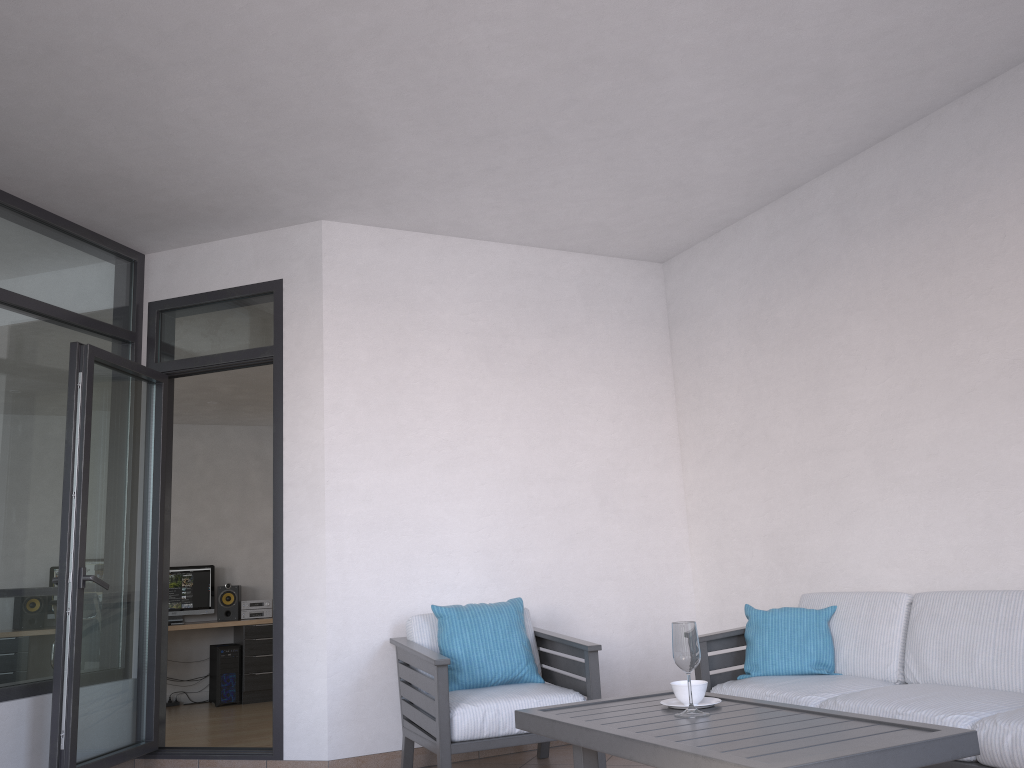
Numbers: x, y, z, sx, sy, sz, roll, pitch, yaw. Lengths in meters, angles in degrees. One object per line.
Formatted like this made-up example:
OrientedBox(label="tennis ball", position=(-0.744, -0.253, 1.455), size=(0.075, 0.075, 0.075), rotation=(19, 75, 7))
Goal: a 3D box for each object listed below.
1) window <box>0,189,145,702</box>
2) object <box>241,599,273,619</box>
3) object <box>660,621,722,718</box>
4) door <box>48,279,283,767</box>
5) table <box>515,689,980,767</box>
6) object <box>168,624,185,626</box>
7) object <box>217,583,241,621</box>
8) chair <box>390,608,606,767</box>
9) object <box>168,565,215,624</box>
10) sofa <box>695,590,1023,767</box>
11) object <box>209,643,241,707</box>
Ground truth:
OrientedBox(label="window", position=(-2.980, -0.038, 2.696), size=(0.170, 2.402, 5.002), rotation=(-7, -13, 17))
OrientedBox(label="object", position=(-2.499, 2.212, 8.713), size=(0.285, 0.174, 0.270), rotation=(-1, -12, -12))
OrientedBox(label="object", position=(0.567, 0.932, 2.950), size=(0.203, 0.284, 0.337), rotation=(-8, -13, 23))
OrientedBox(label="door", position=(-1.719, 0.637, 4.505), size=(0.905, 2.500, 0.924), rotation=(-7, -13, 17))
OrientedBox(label="table", position=(0.618, 1.243, 2.633), size=(0.710, 0.473, 1.260), rotation=(3, -14, -26))
OrientedBox(label="object", position=(-3.147, 2.219, 8.162), size=(0.250, 0.002, 0.200), rotation=(3, -14, -26))
OrientedBox(label="object", position=(-2.762, 2.126, 8.669), size=(0.198, 0.354, 0.249), rotation=(-1, -12, -12))
OrientedBox(label="chair", position=(-0.093, 1.480, 4.244), size=(0.797, 0.765, 0.807), rotation=(2, -13, -21))
OrientedBox(label="object", position=(-3.231, 2.024, 8.500), size=(0.716, 0.535, 0.190), rotation=(2, -13, -22))
OrientedBox(label="sofa", position=(1.664, 1.196, 3.385), size=(0.807, 0.765, 2.161), rotation=(3, -14, -26))
OrientedBox(label="object", position=(-2.702, 2.733, 8.350), size=(0.215, 0.527, 0.474), rotation=(3, -14, -26))
